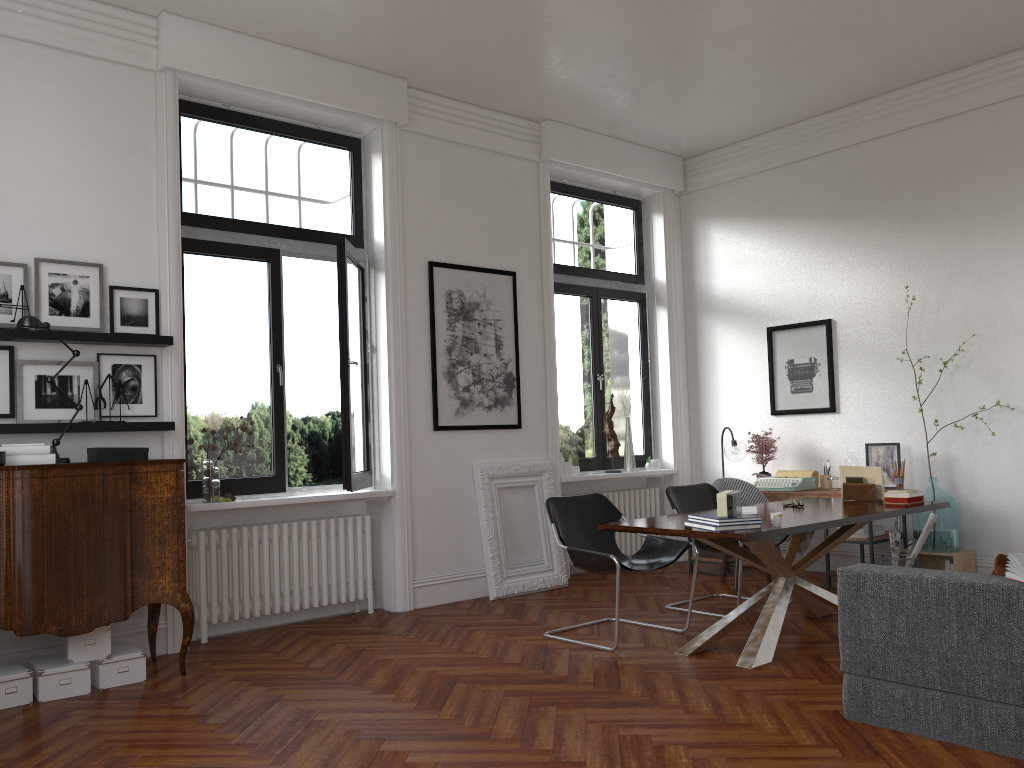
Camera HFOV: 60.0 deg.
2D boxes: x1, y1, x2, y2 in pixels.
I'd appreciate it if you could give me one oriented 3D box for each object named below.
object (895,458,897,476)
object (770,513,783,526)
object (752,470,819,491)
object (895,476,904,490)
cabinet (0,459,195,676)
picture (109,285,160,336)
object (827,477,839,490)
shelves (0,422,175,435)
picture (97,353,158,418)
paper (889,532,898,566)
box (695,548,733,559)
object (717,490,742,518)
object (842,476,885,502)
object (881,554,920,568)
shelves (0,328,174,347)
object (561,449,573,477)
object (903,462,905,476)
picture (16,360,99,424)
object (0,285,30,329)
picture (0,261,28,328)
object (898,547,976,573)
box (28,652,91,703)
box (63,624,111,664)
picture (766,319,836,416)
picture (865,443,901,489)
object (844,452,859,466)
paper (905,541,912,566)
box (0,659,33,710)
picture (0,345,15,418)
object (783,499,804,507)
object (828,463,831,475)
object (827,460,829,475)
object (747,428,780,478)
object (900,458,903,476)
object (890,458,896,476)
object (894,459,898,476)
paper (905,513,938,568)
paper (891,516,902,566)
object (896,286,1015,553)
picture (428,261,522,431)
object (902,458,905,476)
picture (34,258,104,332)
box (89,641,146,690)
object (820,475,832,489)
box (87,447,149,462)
[{"bbox_3d":[2.545,0.584,5.864,0.008,0.195,0.032,-2,-2,4],"label":"object"},{"bbox_3d":[1.378,0.709,4.645,0.082,0.065,0.064,-1,-3,-20],"label":"object"},{"bbox_3d":[2.264,0.815,7.506,0.484,0.148,0.535,1,-5,-42],"label":"object"},{"bbox_3d":[2.552,0.651,5.835,0.058,0.091,0.058,-4,-3,37],"label":"object"},{"bbox_3d":[-2.431,1.036,4.759,1.266,1.217,0.641,1,-4,-40],"label":"cabinet"},{"bbox_3d":[-2.314,-0.441,5.438,0.289,0.303,0.020,0,-3,-40],"label":"picture"},{"bbox_3d":[2.631,0.816,7.264,0.093,0.101,0.093,-4,-4,41],"label":"object"},{"bbox_3d":[-2.685,0.251,4.986,1.515,0.055,0.156,1,-5,-40],"label":"shelves"},{"bbox_3d":[-2.337,0.010,5.390,0.343,0.384,0.020,0,-3,-40],"label":"picture"},{"bbox_3d":[2.826,1.330,6.532,0.073,0.478,0.033,-2,-2,-3],"label":"paper"},{"bbox_3d":[1.863,1.503,7.949,0.318,0.082,0.296,1,-5,-40],"label":"box"},{"bbox_3d":[1.145,0.630,4.663,0.082,0.125,0.276,-3,-4,23],"label":"object"},{"bbox_3d":[2.395,0.710,6.044,0.150,0.166,0.228,0,-4,-40],"label":"object"},{"bbox_3d":[2.891,1.432,6.583,0.261,0.304,0.261,-3,-3,14],"label":"object"},{"bbox_3d":[-2.703,-0.271,5.006,1.515,0.055,0.158,1,-5,-40],"label":"shelves"},{"bbox_3d":[0.485,0.697,7.832,0.098,0.244,0.102,-3,-3,27],"label":"object"},{"bbox_3d":[2.571,0.581,5.821,0.008,0.195,0.037,-1,-3,-28],"label":"object"},{"bbox_3d":[-2.628,0.048,5.138,0.434,0.364,0.020,1,-3,-40],"label":"picture"},{"bbox_3d":[-2.773,-0.428,4.971,0.174,0.260,0.040,0,-3,-40],"label":"object"},{"bbox_3d":[-2.923,-0.504,4.926,0.415,0.367,0.020,1,-3,-40],"label":"picture"},{"bbox_3d":[3.227,1.422,6.742,0.341,0.316,0.435,1,-4,-40],"label":"object"},{"bbox_3d":[-2.411,1.558,4.722,0.245,0.176,0.394,0,-4,-35],"label":"box"},{"bbox_3d":[-2.325,1.388,4.846,0.209,0.176,0.394,0,-4,-30],"label":"box"},{"bbox_3d":[2.580,-0.139,7.924,0.050,0.815,0.634,0,-3,-40],"label":"picture"},{"bbox_3d":[3.000,0.662,7.161,0.023,0.369,0.283,0,-3,-40],"label":"picture"},{"bbox_3d":[2.800,0.712,7.301,0.111,0.302,0.112,-2,-2,-4],"label":"object"},{"bbox_3d":[2.961,1.375,6.654,0.126,0.388,0.026,-1,-2,-18],"label":"paper"},{"bbox_3d":[-2.643,1.556,4.565,0.394,0.176,0.209,-5,-4,45],"label":"box"},{"bbox_3d":[-2.946,-0.014,4.872,0.373,0.406,0.020,0,-3,-40],"label":"picture"},{"bbox_3d":[1.826,0.774,5.773,0.133,0.047,0.114,-3,-3,13],"label":"object"},{"bbox_3d":[2.666,0.773,7.471,0.054,0.207,0.008,-4,-3,33],"label":"object"},{"bbox_3d":[2.668,0.758,7.486,0.028,0.239,0.023,0,-3,-43],"label":"object"},{"bbox_3d":[2.242,0.656,7.941,0.290,0.528,0.308,-2,-3,5],"label":"object"},{"bbox_3d":[2.570,0.584,5.855,0.038,0.194,0.008,-1,-2,-14],"label":"object"},{"bbox_3d":[2.523,0.586,5.846,0.049,0.193,0.008,-3,-2,19],"label":"object"},{"bbox_3d":[2.528,0.585,5.820,0.049,0.193,0.008,0,-3,-36],"label":"object"},{"bbox_3d":[2.956,1.249,6.503,0.330,0.609,0.047,-3,-3,30],"label":"paper"},{"bbox_3d":[2.899,1.264,6.698,0.048,0.625,0.294,-4,-3,42],"label":"paper"},{"bbox_3d":[3.353,0.231,6.708,0.808,2.056,0.354,-3,-3,31],"label":"object"},{"bbox_3d":[-0.287,-0.291,7.164,0.883,1.322,0.035,0,-3,-40],"label":"picture"},{"bbox_3d":[2.561,0.583,5.812,0.008,0.193,0.049,-1,-2,-17],"label":"object"},{"bbox_3d":[-2.596,-0.519,5.205,0.369,0.408,0.020,0,-3,-40],"label":"picture"},{"bbox_3d":[-2.220,1.564,4.924,0.245,0.176,0.394,1,-4,-40],"label":"box"},{"bbox_3d":[2.646,0.823,7.466,0.058,0.113,0.075,0,-3,-40],"label":"object"},{"bbox_3d":[-2.271,0.405,5.110,0.282,0.086,0.209,1,-4,-40],"label":"box"}]
